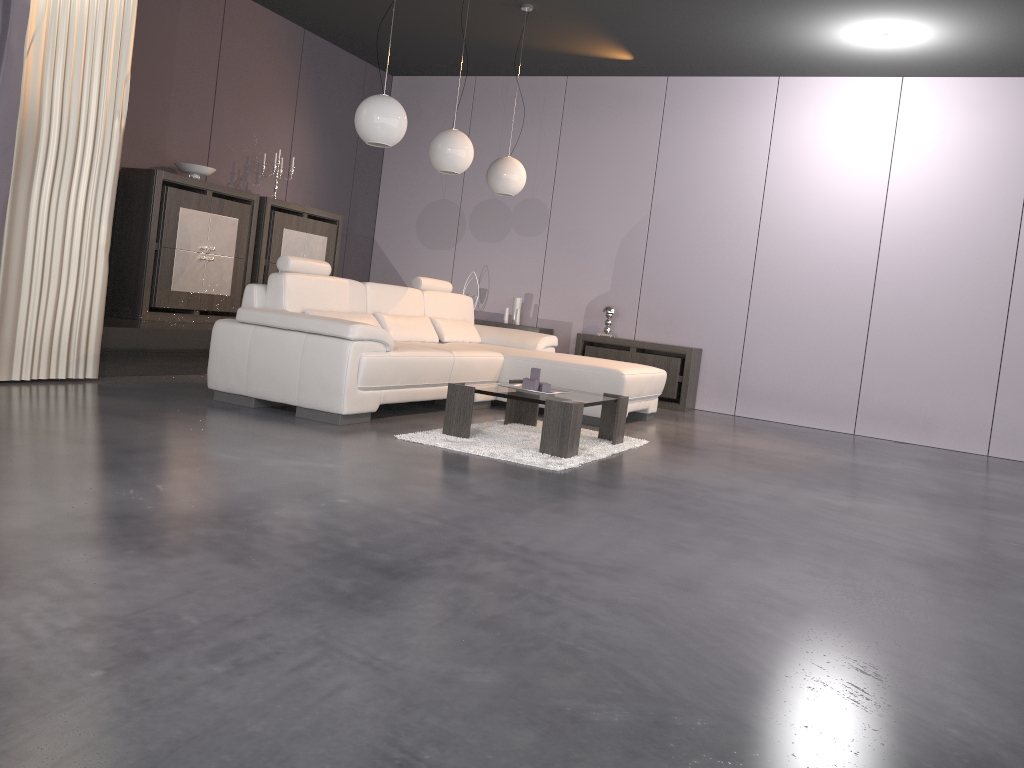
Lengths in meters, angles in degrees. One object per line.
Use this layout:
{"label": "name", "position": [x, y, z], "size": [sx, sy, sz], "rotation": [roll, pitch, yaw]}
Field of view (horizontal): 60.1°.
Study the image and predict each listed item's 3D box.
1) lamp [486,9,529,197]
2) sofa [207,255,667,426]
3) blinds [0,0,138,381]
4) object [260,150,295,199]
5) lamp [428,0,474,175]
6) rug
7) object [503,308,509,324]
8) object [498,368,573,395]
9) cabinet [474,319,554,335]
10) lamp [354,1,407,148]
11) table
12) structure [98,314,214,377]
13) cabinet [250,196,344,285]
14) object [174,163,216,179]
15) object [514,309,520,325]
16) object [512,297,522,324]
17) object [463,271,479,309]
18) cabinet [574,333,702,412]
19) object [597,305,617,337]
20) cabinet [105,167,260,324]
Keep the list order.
{"label": "lamp", "position": [0.025, -2.149, 6.758], "size": [0.307, 1.412, 0.307], "rotation": [8, 2, 28]}
{"label": "sofa", "position": [-0.238, -0.245, 5.795], "size": [1.873, 0.857, 2.862], "rotation": [9, 5, 24]}
{"label": "blinds", "position": [-2.595, -1.461, 3.983], "size": [0.249, 2.990, 3.288], "rotation": [8, 4, 25]}
{"label": "object", "position": [-2.026, -1.799, 7.638], "size": [0.230, 0.445, 0.229], "rotation": [9, 4, 42]}
{"label": "lamp", "position": [-0.342, -2.125, 5.947], "size": [0.307, 1.412, 0.307], "rotation": [8, 2, 28]}
{"label": "rug", "position": [0.126, 0.304, 4.859], "size": [0.919, 0.023, 1.526], "rotation": [9, 5, 24]}
{"label": "object", "position": [-0.055, -0.658, 8.522], "size": [0.051, 0.152, 0.051], "rotation": [7, 2, 3]}
{"label": "object", "position": [0.134, -0.020, 4.750], "size": [0.305, 0.136, 0.304], "rotation": [9, 5, 29]}
{"label": "cabinet", "position": [-0.191, -0.325, 8.596], "size": [1.075, 0.554, 0.377], "rotation": [9, 3, 24]}
{"label": "lamp", "position": [-0.698, -2.102, 5.170], "size": [0.307, 1.412, 0.307], "rotation": [7, 2, -8]}
{"label": "table", "position": [0.157, 0.168, 4.863], "size": [0.702, 0.270, 0.905], "rotation": [9, 5, 24]}
{"label": "structure", "position": [-3.245, -0.243, 4.747], "size": [1.003, 0.300, 8.771], "rotation": [9, 5, 24]}
{"label": "cabinet", "position": [-2.002, -1.052, 7.887], "size": [0.412, 1.072, 1.072], "rotation": [8, 4, 24]}
{"label": "object", "position": [-2.445, -1.615, 6.820], "size": [0.308, 0.116, 0.310], "rotation": [4, 5, -32]}
{"label": "object", "position": [0.054, -0.641, 8.472], "size": [0.051, 0.152, 0.051], "rotation": [7, 2, 3]}
{"label": "object", "position": [0.042, -0.707, 8.575], "size": [0.089, 0.263, 0.089], "rotation": [6, 2, -14]}
{"label": "object", "position": [-0.406, -0.875, 8.702], "size": [0.124, 0.465, 0.108], "rotation": [8, 2, 25]}
{"label": "cabinet", "position": [1.112, -0.114, 7.996], "size": [1.075, 0.554, 0.377], "rotation": [9, 3, 24]}
{"label": "object", "position": [0.889, -0.582, 8.137], "size": [0.140, 0.283, 0.140], "rotation": [8, 3, 24]}
{"label": "cabinet", "position": [-2.486, -1.021, 6.828], "size": [0.412, 1.072, 1.072], "rotation": [8, 4, 24]}
